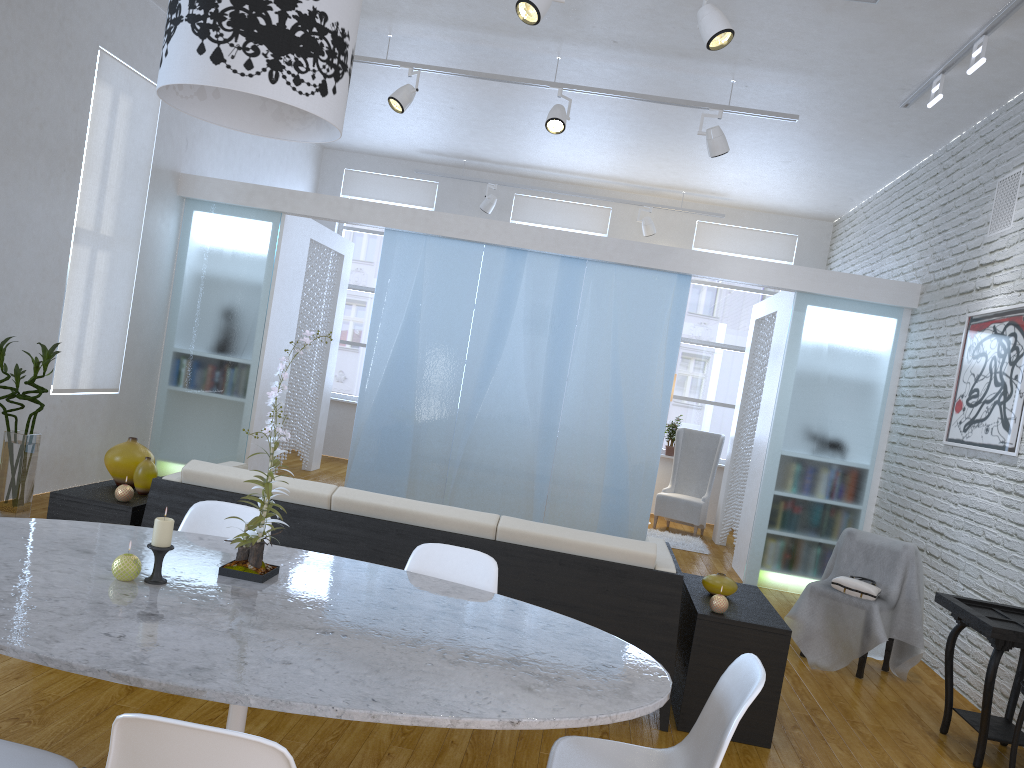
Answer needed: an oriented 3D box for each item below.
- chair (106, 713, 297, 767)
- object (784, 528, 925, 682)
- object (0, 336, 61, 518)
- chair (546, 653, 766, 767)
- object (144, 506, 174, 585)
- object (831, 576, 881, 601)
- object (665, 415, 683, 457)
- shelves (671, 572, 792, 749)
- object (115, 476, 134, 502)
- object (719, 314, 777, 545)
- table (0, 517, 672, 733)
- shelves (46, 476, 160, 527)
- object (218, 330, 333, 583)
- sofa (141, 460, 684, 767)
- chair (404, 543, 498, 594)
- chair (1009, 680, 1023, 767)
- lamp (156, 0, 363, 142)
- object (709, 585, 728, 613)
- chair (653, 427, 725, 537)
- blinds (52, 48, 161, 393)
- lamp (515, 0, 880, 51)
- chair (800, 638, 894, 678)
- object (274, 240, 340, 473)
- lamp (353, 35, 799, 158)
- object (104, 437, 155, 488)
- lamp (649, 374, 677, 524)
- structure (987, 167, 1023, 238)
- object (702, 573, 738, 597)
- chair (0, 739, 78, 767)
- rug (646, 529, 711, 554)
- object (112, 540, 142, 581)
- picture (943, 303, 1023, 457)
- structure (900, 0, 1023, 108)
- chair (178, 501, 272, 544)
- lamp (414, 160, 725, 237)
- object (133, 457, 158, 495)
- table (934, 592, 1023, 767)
[{"bbox_3d":[-0.436,0.628,1.400,0.405,0.352,0.419,10,2,4],"label":"chair"},{"bbox_3d":[1.805,1.128,4.625,0.643,0.688,0.636,11,3,44],"label":"object"},{"bbox_3d":[-2.702,0.232,4.768,0.380,0.981,0.482,8,3,-22],"label":"object"},{"bbox_3d":[0.306,0.742,1.941,0.419,0.352,0.405,10,2,7],"label":"chair"},{"bbox_3d":[-0.802,0.366,2.026,0.059,0.177,0.059,9,3,-10],"label":"object"},{"bbox_3d":[1.788,1.040,4.543,0.232,0.085,0.224,10,2,41],"label":"object"},{"bbox_3d":[1.668,0.526,9.151,0.236,0.437,0.176,11,3,30],"label":"object"},{"bbox_3d":[0.864,1.107,3.667,0.349,0.452,0.729,10,1,5],"label":"shelves"},{"bbox_3d":[-1.569,0.423,3.595,0.071,0.104,0.071,11,3,32],"label":"object"},{"bbox_3d":[1.977,0.428,7.371,0.051,2.018,0.922,10,2,5],"label":"object"},{"bbox_3d":[-0.638,0.798,2.043,1.909,0.623,1.070,9,1,4],"label":"table"},{"bbox_3d":[-1.677,0.682,3.902,0.349,0.452,0.729,10,1,5],"label":"shelves"},{"bbox_3d":[-0.610,0.167,2.186,0.165,0.639,0.202,11,3,34],"label":"object"},{"bbox_3d":[-0.324,0.793,4.472,5.334,0.680,9.718,10,1,5],"label":"sofa"},{"bbox_3d":[-0.216,0.648,2.400,0.405,0.352,0.419,10,2,9],"label":"chair"},{"bbox_3d":[1.950,1.318,3.204,0.262,0.408,0.261,9,2,-13],"label":"chair"},{"bbox_3d":[-0.454,-1.356,1.938,0.400,1.540,0.398,8,3,-28],"label":"lamp"},{"bbox_3d":[0.792,0.818,3.377,0.071,0.104,0.071,11,3,32],"label":"object"},{"bbox_3d":[1.639,0.905,8.231,0.471,0.962,0.379,11,3,30],"label":"chair"},{"bbox_3d":[-2.615,-0.985,5.762,0.007,2.114,0.761,10,3,6],"label":"blinds"},{"bbox_3d":[0.027,-1.832,3.931,3.116,0.487,0.222,9,2,5],"label":"lamp"},{"bbox_3d":[1.796,1.137,4.633,0.341,0.665,0.346,7,3,-43],"label":"chair"},{"bbox_3d":[-1.785,-0.201,7.719,0.051,2.018,0.922,10,2,5],"label":"object"},{"bbox_3d":[0.225,-1.826,5.612,3.116,0.487,0.205,9,2,3],"label":"lamp"},{"bbox_3d":[-1.684,0.343,3.904,0.207,0.215,0.206,8,3,-43],"label":"object"},{"bbox_3d":[1.250,0.589,8.498,0.412,1.452,0.413,11,3,24],"label":"lamp"},{"bbox_3d":[2.746,-1.004,4.934,0.010,0.335,0.308,10,2,6],"label":"structure"},{"bbox_3d":[0.861,0.831,3.675,0.147,0.090,0.146,8,2,-43],"label":"object"},{"bbox_3d":[-0.958,0.540,1.461,0.405,0.352,0.419,10,2,8],"label":"chair"},{"bbox_3d":[1.153,1.296,7.683,1.094,0.047,0.755,9,1,5],"label":"rug"},{"bbox_3d":[-0.870,0.398,2.007,0.063,0.092,0.062,8,3,-37],"label":"object"},{"bbox_3d":[2.548,-0.028,4.726,0.010,0.770,0.920,10,2,6],"label":"picture"},{"bbox_3d":[2.196,-1.628,3.481,0.052,0.183,3.903,10,1,6],"label":"structure"},{"bbox_3d":[-0.881,0.536,2.484,0.405,0.352,0.419,10,2,5],"label":"chair"},{"bbox_3d":[0.539,-1.826,8.828,3.117,0.487,0.197,9,2,4],"label":"lamp"},{"bbox_3d":[-1.566,0.392,3.788,0.096,0.160,0.095,7,3,-43],"label":"object"},{"bbox_3d":[2.002,1.233,3.605,0.440,0.579,0.563,10,2,5],"label":"table"}]
